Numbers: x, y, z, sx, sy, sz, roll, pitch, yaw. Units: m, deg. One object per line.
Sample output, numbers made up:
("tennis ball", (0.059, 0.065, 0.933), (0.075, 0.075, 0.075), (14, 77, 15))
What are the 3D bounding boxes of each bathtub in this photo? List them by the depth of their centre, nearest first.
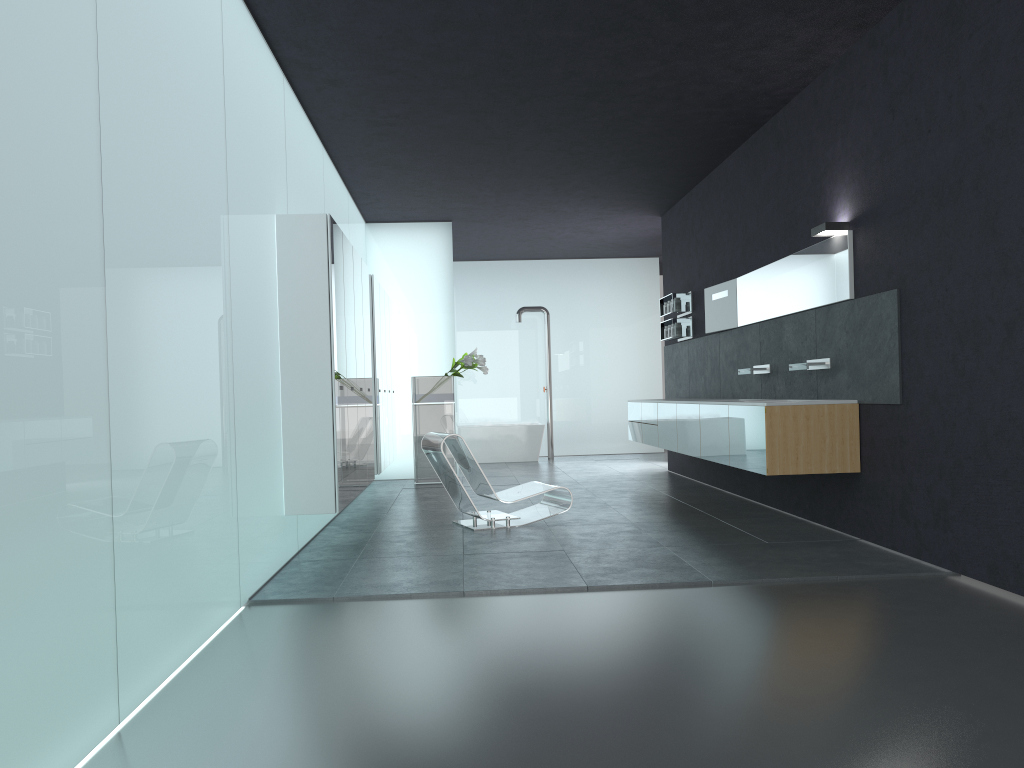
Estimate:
("bathtub", (-0.412, 0.988, 16.228), (1.977, 0.859, 0.960), (-2, 0, -3))

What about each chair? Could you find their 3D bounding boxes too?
("chair", (-0.143, 0.868, 8.277), (1.261, 0.871, 0.629), (-2, 0, -22))

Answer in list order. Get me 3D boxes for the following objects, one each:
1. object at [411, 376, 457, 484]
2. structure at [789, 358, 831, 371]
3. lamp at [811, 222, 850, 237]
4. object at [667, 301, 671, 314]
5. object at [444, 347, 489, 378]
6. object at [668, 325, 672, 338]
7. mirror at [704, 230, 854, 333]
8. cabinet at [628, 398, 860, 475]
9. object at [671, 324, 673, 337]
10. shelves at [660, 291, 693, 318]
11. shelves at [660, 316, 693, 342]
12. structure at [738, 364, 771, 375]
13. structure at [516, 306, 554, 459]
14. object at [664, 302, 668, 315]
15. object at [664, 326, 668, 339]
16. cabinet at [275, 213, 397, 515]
("object", (-1.095, 0.640, 12.542), (0.585, 1.491, 0.575), (-2, 0, -3))
("structure", (2.510, -0.164, 7.512), (0.186, 0.088, 0.482), (-2, -1, -3))
("lamp", (2.522, -1.225, 7.029), (0.198, 0.066, 0.277), (-2, -1, -3))
("object", (2.158, -1.037, 12.038), (0.096, 0.184, 0.067), (-2, 0, 6))
("object", (-0.831, -0.139, 12.401), (1.024, 0.779, 0.974), (-2, 0, -11))
("object", (2.167, -0.710, 12.041), (0.096, 0.184, 0.067), (-2, 0, 6))
("mirror", (2.503, -0.896, 8.707), (0.109, 0.532, 3.722), (-2, -1, -5))
("cabinet", (2.142, 0.450, 9.574), (0.734, 0.556, 5.583), (-2, -1, -3))
("object", (2.178, -0.712, 11.853), (0.096, 0.184, 0.067), (-2, 0, -5))
("shelves", (2.210, -1.062, 11.975), (0.265, 0.285, 0.770), (-2, -1, -3))
("shelves", (2.219, -0.735, 11.978), (0.265, 0.285, 0.770), (-2, -1, -3))
("structure", (2.429, -0.144, 8.928), (0.186, 0.088, 0.482), (-2, -1, -3))
("structure", (0.419, 0.012, 16.267), (0.643, 2.872, 0.123), (-2, 1, -4))
("object", (2.145, -1.034, 12.252), (0.096, 0.184, 0.067), (-2, 0, -12))
("object", (2.155, -0.707, 12.255), (0.096, 0.184, 0.067), (-2, 0, -12))
("cabinet", (-1.682, -0.101, 9.527), (0.398, 2.216, 6.004), (-2, -1, -3))
